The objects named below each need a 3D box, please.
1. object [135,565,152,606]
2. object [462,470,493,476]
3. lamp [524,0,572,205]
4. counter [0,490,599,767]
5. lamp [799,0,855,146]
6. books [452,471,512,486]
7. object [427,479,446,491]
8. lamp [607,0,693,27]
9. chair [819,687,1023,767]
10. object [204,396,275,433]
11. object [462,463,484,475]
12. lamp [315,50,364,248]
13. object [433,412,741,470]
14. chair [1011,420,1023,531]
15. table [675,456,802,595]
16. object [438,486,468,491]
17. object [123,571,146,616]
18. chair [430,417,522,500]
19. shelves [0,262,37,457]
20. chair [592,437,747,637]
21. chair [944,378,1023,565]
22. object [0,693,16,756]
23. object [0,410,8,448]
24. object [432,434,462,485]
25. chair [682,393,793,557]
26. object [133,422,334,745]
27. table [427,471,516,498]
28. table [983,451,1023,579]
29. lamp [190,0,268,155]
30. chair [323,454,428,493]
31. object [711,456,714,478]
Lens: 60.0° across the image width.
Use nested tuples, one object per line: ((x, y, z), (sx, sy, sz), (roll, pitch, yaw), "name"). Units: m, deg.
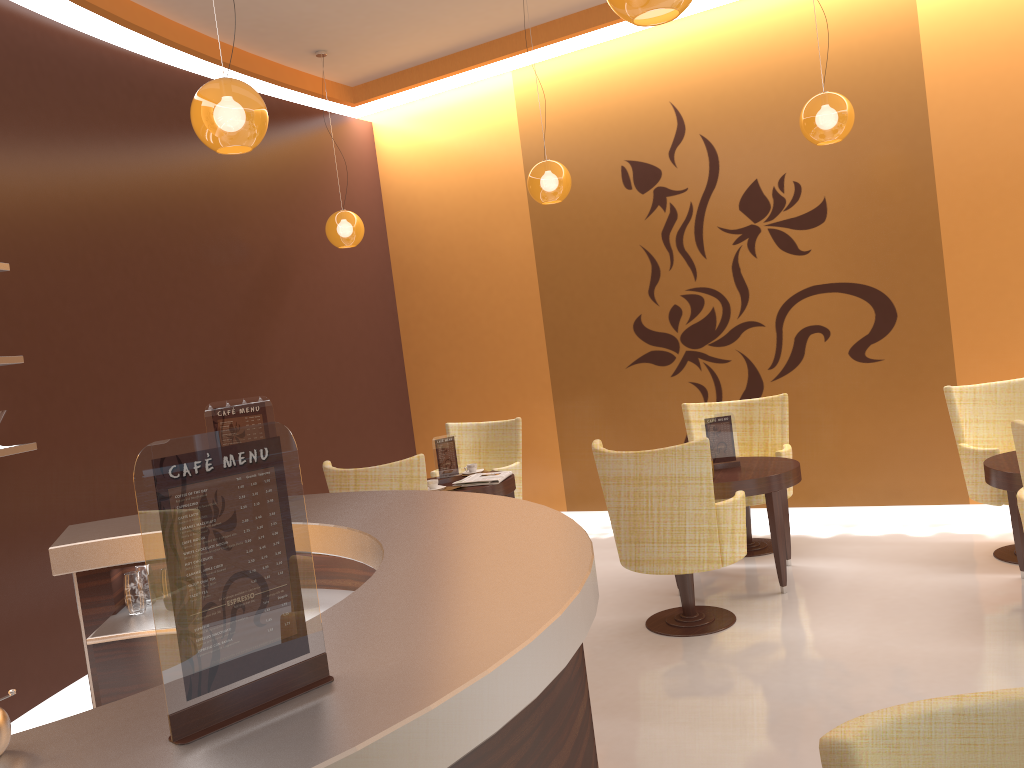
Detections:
((-1.321, 0.725, 3.196), (0.067, 0.148, 0.067), (-6, 3, 29), "object")
((-0.271, 0.650, 6.520), (0.464, 0.021, 0.239), (-6, 3, 26), "object")
((0.173, -1.966, 5.948), (0.299, 1.500, 0.299), (-8, 3, -17), "lamp")
((-0.549, 1.011, 2.325), (1.586, 1.100, 2.917), (-8, 3, -15), "counter")
((1.721, -2.125, 5.043), (0.299, 1.500, 0.299), (-9, 3, -35), "lamp")
((-0.191, 0.652, 6.094), (0.345, 0.035, 0.367), (-6, 3, 20), "books")
((-0.530, 0.679, 5.941), (0.153, 0.069, 0.153), (-9, 3, -33), "object")
((0.337, -1.841, 2.626), (0.299, 1.500, 0.299), (-7, 3, 8), "lamp")
((0.809, 0.937, 1.010), (0.729, 1.017, 0.685), (-7, 3, 8), "chair")
((-1.007, 0.261, 3.342), (0.258, 0.414, 0.052), (-7, 3, -1), "object")
((-0.289, 0.624, 6.507), (0.153, 0.069, 0.153), (-7, 3, 14), "object")
((-1.374, -1.807, 6.853), (0.299, 1.500, 0.299), (-6, 3, 30), "lamp")
((0.430, 0.433, 5.811), (2.090, 0.335, 0.187), (-6, 3, 27), "object")
((2.495, 0.606, 3.620), (0.729, 1.017, 0.685), (-6, 3, 27), "chair")
((1.320, 0.850, 5.360), (0.872, 0.679, 0.874), (-9, 3, -28), "table")
((-0.533, 0.710, 5.924), (0.464, 0.021, 0.239), (-5, 3, 44), "object")
((-1.311, 0.729, 3.083), (0.067, 0.148, 0.067), (-9, 3, -34), "object")
((-0.238, 0.806, 7.017), (0.729, 1.017, 0.685), (-6, 3, 30), "chair")
((-2.126, -0.058, 1.967), (0.586, 0.902, 4.744), (-8, 3, -13), "shelves")
((0.857, 0.769, 4.676), (0.685, 1.017, 0.729), (-10, 3, -43), "chair")
((2.983, 0.476, 5.137), (0.729, 1.017, 0.685), (-7, 3, -2), "chair")
((-0.749, 0.491, 1.249), (0.075, 0.077, 0.075), (-7, 3, -1), "object")
((-2.457, 0.219, 4.209), (0.137, 0.174, 0.137), (-7, 3, 5), "object")
((-0.458, 0.527, 6.256), (0.209, 0.335, 0.042), (-9, 3, -37), "object")
((1.573, 0.615, 6.098), (0.729, 1.017, 0.685), (-6, 3, 18), "chair")
((-0.405, 0.274, 1.305), (0.052, 0.414, 0.258), (-5, 3, 44), "object")
((-0.375, 1.030, 6.231), (0.872, 0.679, 0.874), (-8, 3, -23), "table")
((2.843, 0.699, 4.350), (0.872, 0.679, 0.874), (-8, 3, -23), "table")
((-1.211, -1.682, 3.531), (0.299, 1.500, 0.299), (-10, 3, -42), "lamp")
((-0.723, 0.936, 5.501), (0.729, 1.017, 0.685), (-6, 3, 27), "chair")
((1.119, 0.460, 5.078), (0.067, 0.171, 0.072), (-7, 3, 13), "object")
